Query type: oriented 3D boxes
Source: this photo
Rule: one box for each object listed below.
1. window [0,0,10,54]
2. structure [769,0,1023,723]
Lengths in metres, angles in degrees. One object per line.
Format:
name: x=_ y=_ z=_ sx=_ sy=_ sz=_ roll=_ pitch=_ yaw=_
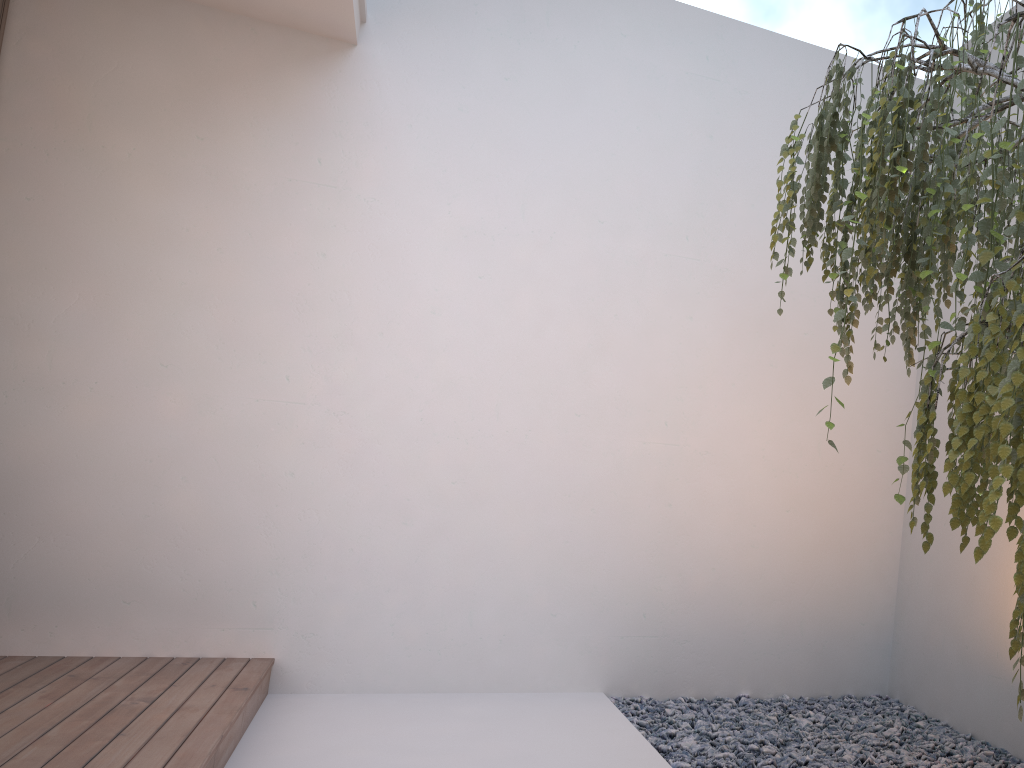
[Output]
window: x=-1.668 y=-0.540 z=0.774 sx=0.066 sy=2.460 sz=4.334 roll=7 pitch=-6 yaw=-7
structure: x=1.599 y=-0.697 z=1.911 sx=1.958 sy=3.979 sz=2.189 roll=7 pitch=-5 yaw=-17
